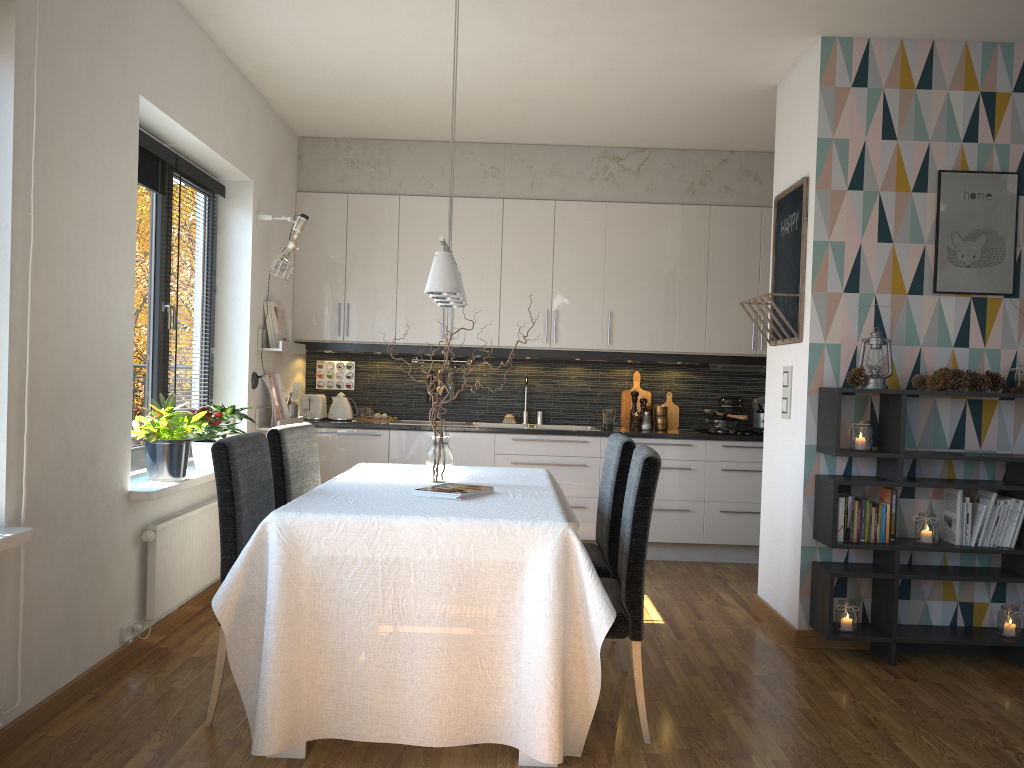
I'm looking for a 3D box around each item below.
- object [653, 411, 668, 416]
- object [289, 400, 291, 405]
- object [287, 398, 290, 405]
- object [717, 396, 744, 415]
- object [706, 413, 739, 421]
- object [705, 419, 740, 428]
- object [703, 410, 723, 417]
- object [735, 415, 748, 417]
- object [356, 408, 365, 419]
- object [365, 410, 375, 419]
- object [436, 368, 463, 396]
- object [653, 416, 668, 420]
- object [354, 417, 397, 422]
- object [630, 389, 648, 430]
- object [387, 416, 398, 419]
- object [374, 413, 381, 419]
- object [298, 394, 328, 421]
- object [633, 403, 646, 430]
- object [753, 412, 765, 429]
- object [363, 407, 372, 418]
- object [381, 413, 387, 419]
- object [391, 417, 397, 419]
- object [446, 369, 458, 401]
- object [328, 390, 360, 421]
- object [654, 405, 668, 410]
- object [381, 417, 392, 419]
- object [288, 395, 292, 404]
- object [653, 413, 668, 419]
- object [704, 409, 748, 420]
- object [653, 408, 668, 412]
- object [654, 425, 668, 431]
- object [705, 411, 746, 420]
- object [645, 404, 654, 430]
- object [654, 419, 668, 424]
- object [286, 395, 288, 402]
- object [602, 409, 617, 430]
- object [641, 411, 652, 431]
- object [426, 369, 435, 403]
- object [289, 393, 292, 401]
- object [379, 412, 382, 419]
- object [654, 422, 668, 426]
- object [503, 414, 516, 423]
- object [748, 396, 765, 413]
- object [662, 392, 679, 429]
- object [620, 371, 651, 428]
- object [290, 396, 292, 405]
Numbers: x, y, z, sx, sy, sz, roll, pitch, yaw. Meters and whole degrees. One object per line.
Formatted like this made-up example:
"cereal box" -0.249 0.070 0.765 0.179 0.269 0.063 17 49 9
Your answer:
"object" 1.046 0.208 6.254 0.100 0.036 0.100 2 0 -6
"object" -1.448 0.165 5.743 0.007 0.165 0.067 2 1 23
"object" -1.470 0.158 5.793 0.007 0.166 0.065 2 1 22
"object" 1.559 0.164 6.338 0.190 0.159 0.197 1 1 -44
"object" 1.473 0.239 6.274 0.243 0.082 0.347 2 0 37
"object" 1.449 0.274 6.294 0.351 0.061 0.232 2 0 -26
"object" 1.486 0.226 6.274 0.246 0.080 0.356 2 0 3
"object" 1.508 0.226 6.256 0.065 0.021 0.336 2 0 -41
"object" -1.081 0.208 6.297 0.071 0.076 0.071 2 1 -8
"object" -1.011 0.216 6.318 0.065 0.064 0.065 2 1 0
"object" -0.457 -0.015 6.448 0.188 0.204 0.072 2 1 -13
"object" 1.048 0.248 6.259 0.099 0.043 0.100 2 0 -12
"object" -1.000 0.254 6.354 0.335 0.012 0.213 2 0 2
"object" 0.900 0.180 6.295 0.123 0.283 0.061 2 1 0
"object" -0.915 0.237 6.430 0.173 0.026 0.021 2 1 9
"object" -0.953 0.229 6.281 0.045 0.045 0.046 2 1 3
"object" -1.384 0.165 6.166 0.175 0.192 0.253 2 1 0
"object" 0.887 0.225 6.213 0.080 0.192 0.058 2 1 -16
"object" 1.843 0.241 6.237 0.200 0.154 0.347 2 1 -20
"object" -1.042 0.208 6.385 0.071 0.076 0.071 2 1 0
"object" -0.908 0.231 6.305 0.043 0.043 0.044 2 1 -3
"object" -0.924 0.241 6.409 0.248 0.017 0.024 2 1 35
"object" -0.437 0.005 6.434 0.093 0.242 0.074 1 1 -27
"object" -1.179 0.157 6.158 0.204 0.236 0.178 2 1 36
"object" 1.049 0.171 6.252 0.100 0.047 0.099 2 0 -4
"object" -0.946 0.243 6.396 0.248 0.015 0.024 2 1 45
"object" -1.464 0.154 5.793 0.014 0.190 0.077 3 1 33
"object" 1.047 0.226 6.258 0.099 0.057 0.101 2 1 12
"object" 1.497 0.215 6.220 0.334 0.061 0.059 2 1 43
"object" 1.047 0.191 6.253 0.100 0.036 0.100 2 0 29
"object" 1.052 0.308 6.259 0.100 0.036 0.100 2 1 33
"object" 1.486 0.221 6.209 0.064 0.044 0.335 1 1 -38
"object" 0.965 0.232 6.240 0.058 0.184 0.058 3 1 33
"object" 1.049 0.269 6.258 0.099 0.051 0.099 2 1 -14
"object" -1.477 0.154 5.779 0.007 0.161 0.086 2 1 1
"object" 0.662 0.243 6.069 0.102 0.146 0.102 2 1 0
"object" 0.936 0.256 6.171 0.069 0.135 0.069 1 1 -25
"object" -0.588 0.007 6.450 0.060 0.257 0.060 2 1 22
"object" -1.453 0.152 5.791 0.014 0.193 0.043 2 1 11
"object" -0.949 0.225 6.340 0.043 0.050 0.044 3 1 43
"object" 1.051 0.286 6.257 0.100 0.048 0.099 2 1 18
"object" -0.019 0.252 6.425 0.097 0.065 0.099 2 1 -8
"object" 1.749 0.160 6.265 0.371 0.169 0.202 2 1 -28
"object" 1.146 0.194 6.471 0.146 0.273 0.043 2 1 0
"object" 0.907 0.112 6.477 0.219 0.419 0.029 2 1 0
"object" -1.437 0.154 5.753 0.020 0.200 0.007 2 1 21
